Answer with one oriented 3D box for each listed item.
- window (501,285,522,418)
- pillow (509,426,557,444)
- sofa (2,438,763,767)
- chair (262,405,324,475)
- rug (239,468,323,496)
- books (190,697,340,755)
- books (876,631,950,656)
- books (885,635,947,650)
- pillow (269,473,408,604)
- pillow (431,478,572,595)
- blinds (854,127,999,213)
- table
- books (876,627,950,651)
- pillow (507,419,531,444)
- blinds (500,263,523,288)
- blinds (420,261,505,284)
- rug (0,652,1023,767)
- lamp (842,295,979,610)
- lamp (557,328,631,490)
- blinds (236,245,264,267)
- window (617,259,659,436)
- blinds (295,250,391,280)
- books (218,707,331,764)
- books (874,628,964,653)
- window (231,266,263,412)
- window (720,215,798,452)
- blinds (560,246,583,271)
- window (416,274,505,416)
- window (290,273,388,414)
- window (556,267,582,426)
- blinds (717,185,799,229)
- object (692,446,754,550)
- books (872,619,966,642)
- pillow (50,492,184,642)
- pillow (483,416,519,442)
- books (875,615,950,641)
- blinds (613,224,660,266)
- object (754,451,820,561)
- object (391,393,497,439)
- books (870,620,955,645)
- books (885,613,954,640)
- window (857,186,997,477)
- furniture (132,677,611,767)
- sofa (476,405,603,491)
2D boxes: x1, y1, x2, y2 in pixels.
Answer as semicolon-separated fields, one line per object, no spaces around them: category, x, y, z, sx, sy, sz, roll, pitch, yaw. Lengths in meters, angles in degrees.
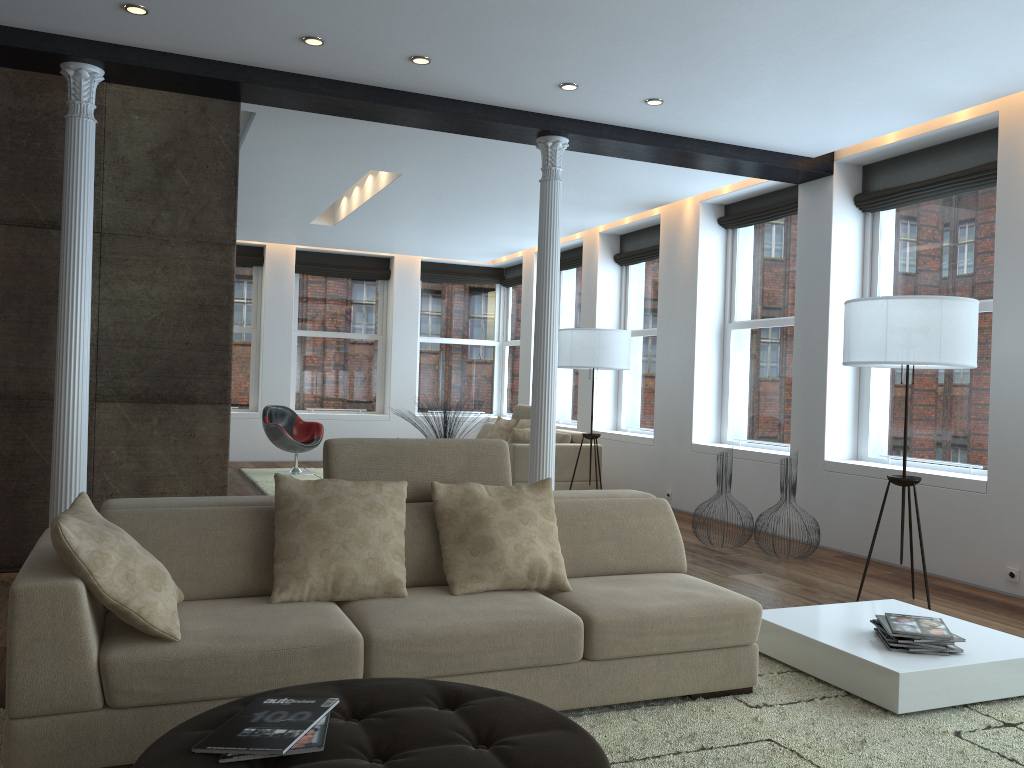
window;3.449;0.121;21.319;34.761;17.917;13.698;2;0;-23
pillow;0.171;0.616;9.156;0.518;0.393;0.395;2;0;-26
sofa;-0.395;0.701;3.386;2.581;0.950;1.021;2;0;-23
chair;-2.684;0.679;10.863;0.810;0.818;0.669;2;0;-43
rug;-1.206;1.143;9.708;2.972;0.020;4.231;2;0;-23
books;-0.562;0.787;2.056;0.220;0.040;0.301;2;0;12
books;1.622;1.048;3.610;0.220;0.010;0.300;2;0;12
books;1.647;1.020;3.605;0.220;0.010;0.300;2;0;27
pillow;-0.630;0.563;3.301;0.534;0.439;0.301;2;0;-19
pillow;-0.049;0.593;3.530;0.519;0.416;0.368;2;0;-18
blinds;3.015;-1.525;6.324;0.183;0.395;1.431;2;0;-23
table;1.640;1.139;3.796;0.900;0.170;0.900;2;0;-23
books;1.622;1.029;3.610;0.220;0.010;0.300;2;0;12
pillow;0.097;0.592;9.950;0.301;0.439;0.534;2;0;-26
blinds;0.141;-1.649;13.237;0.156;0.327;1.377;2;0;-23
blinds;-0.779;-1.687;13.598;1.442;0.312;0.155;2;0;-23
rug;0.494;1.195;2.340;4.231;0.020;2.972;2;0;-23
lamp;2.231;0.397;5.035;0.698;1.728;0.698;2;0;1
lamp;0.769;0.350;8.530;0.698;1.728;0.698;2;0;1
blinds;-4.141;-1.802;12.190;1.412;0.307;0.156;2;0;-23
window;1.556;-0.556;9.932;0.123;2.400;1.345;2;0;-23
blinds;-2.469;-1.718;12.891;1.422;0.363;0.156;2;0;-23
books;-0.536;0.796;2.051;0.219;0.031;0.300;2;0;-8
books;1.647;1.039;3.605;0.220;0.010;0.300;2;0;-3
window;-4.217;-0.745;12.274;1.420;2.400;0.123;2;0;-23
window;2.354;-0.531;8.024;0.123;2.400;1.391;2;0;-23
blinds;0.842;-1.654;11.562;0.156;0.275;1.442;2;0;-23
window;-0.834;-0.633;13.683;1.474;2.400;0.123;2;0;-23
window;-2.539;-0.690;12.977;1.420;2.400;0.123;2;0;-23
window;0.864;-0.578;11.587;0.123;2.400;1.444;2;0;-23
blinds;2.332;-1.607;8.001;0.156;0.275;1.396;2;0;-23
object;1.611;0.854;6.748;0.458;0.781;0.458;2;0;-23
books;1.648;1.001;3.605;0.220;0.010;0.300;2;0;-8
pillow;-1.240;0.565;2.788;0.395;0.393;0.518;2;0;-19
pillow;-0.156;0.594;10.521;0.368;0.416;0.519;2;0;-27
books;1.623;0.990;3.610;0.220;0.010;0.300;2;0;12
blinds;1.532;-1.573;9.909;0.156;0.393;1.342;2;0;-23
object;1.991;0.866;6.402;0.458;0.781;0.458;2;0;-23
object;-0.909;0.639;11.769;1.119;1.014;1.125;2;0;-36
books;1.623;1.009;3.610;0.220;0.010;0.300;2;0;2
books;1.648;0.981;3.605;0.220;0.010;0.300;2;0;17
window;3.053;-0.509;6.353;0.123;2.400;1.432;2;0;-23
furniture;-0.304;0.981;1.978;1.057;0.355;1.057;2;0;-21
sofa;-0.016;0.718;10.179;1.018;0.950;2.581;2;0;-23
